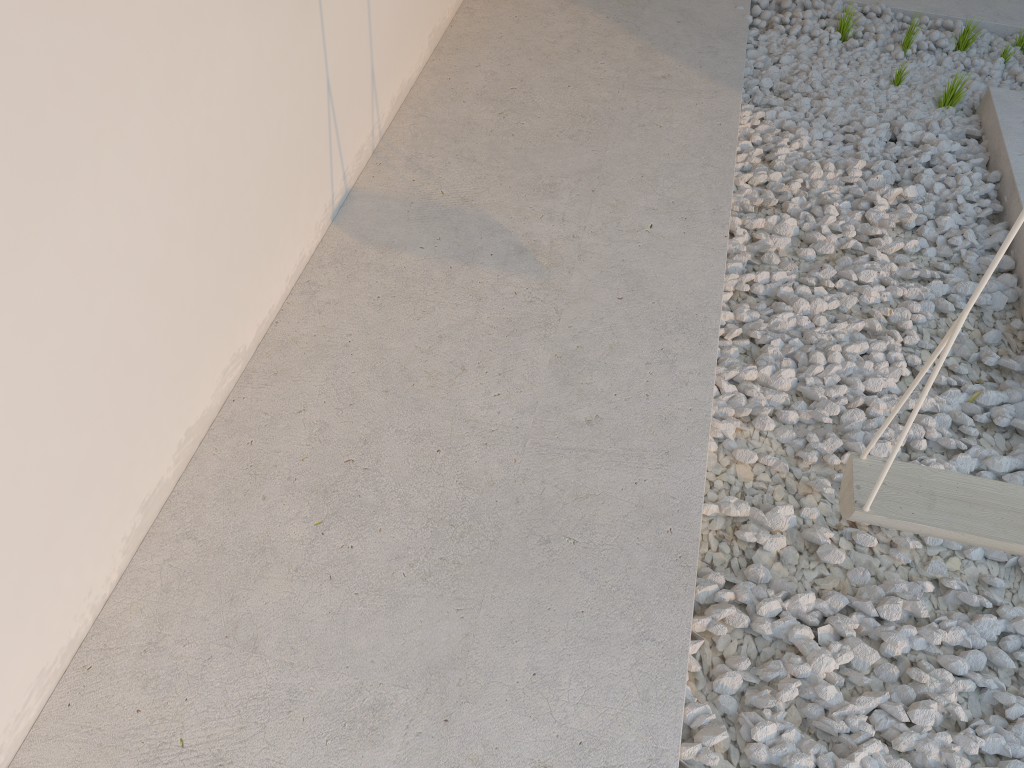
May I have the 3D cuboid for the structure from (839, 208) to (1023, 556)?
[{"bbox_3d":[0.834,-0.414,0.746,0.461,1.955,0.123,11,48,5],"label":"structure"}]
